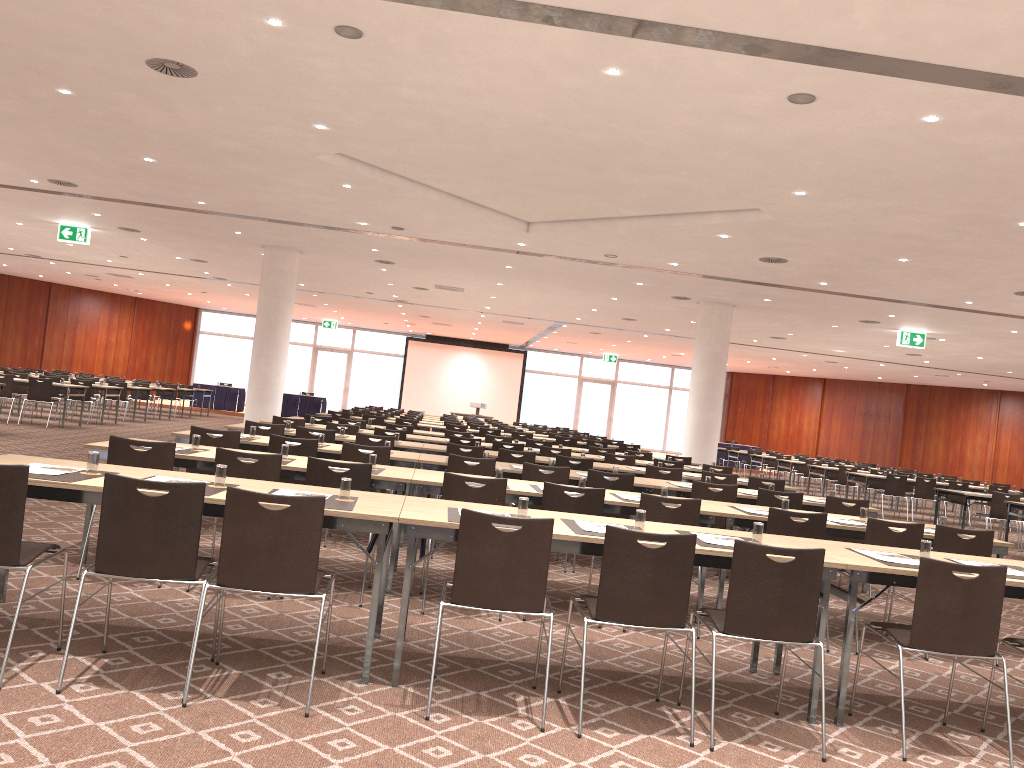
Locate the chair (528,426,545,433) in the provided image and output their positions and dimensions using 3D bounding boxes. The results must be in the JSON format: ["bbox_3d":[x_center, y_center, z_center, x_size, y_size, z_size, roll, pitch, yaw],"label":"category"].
[{"bbox_3d":[0.598,1.618,23.807,0.536,0.939,0.614,7,-1,-5],"label":"chair"}]

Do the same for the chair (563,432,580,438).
[{"bbox_3d":[1.395,1.663,21.865,0.535,0.939,0.614,7,-1,-3],"label":"chair"}]

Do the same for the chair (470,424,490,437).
[{"bbox_3d":[-0.771,1.362,19.719,0.536,0.939,0.614,7,-1,-6],"label":"chair"}]

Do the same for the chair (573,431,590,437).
[{"bbox_3d":[1.802,1.759,23.905,0.535,0.939,0.614,7,-1,-3],"label":"chair"}]

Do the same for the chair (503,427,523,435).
[{"bbox_3d":[-0.036,1.449,19.820,0.536,0.939,0.614,7,-1,-7],"label":"chair"}]

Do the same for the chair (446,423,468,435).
[{"bbox_3d":[-1.147,1.269,17.682,0.536,0.939,0.614,7,-1,-4],"label":"chair"}]

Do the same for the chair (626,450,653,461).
[{"bbox_3d":[1.987,1.551,14.424,0.536,0.939,0.614,7,-1,-5],"label":"chair"}]

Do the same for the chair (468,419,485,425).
[{"bbox_3d":[-1.016,1.430,23.712,0.536,0.939,0.614,7,-1,-6],"label":"chair"}]

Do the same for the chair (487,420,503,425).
[{"bbox_3d":[-0.544,1.533,25.722,0.535,0.939,0.614,7,-1,-2],"label":"chair"}]

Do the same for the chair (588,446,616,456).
[{"bbox_3d":[1.379,1.479,14.340,0.536,0.939,0.614,7,-1,-5],"label":"chair"}]

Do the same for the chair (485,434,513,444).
[{"bbox_3d":[-0.272,1.287,14.241,0.536,0.939,0.614,7,-1,-5],"label":"chair"}]

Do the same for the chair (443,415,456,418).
[{"bbox_3d":[-1.834,1.384,25.694,0.535,0.939,0.614,7,-1,-2],"label":"chair"}]

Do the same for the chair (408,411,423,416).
[{"bbox_3d":[-2.830,1.267,25.572,0.535,0.939,0.614,7,-1,-2],"label":"chair"}]

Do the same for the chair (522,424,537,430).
[{"bbox_3d":[0.451,1.652,25.879,0.535,0.939,0.614,7,-1,-3],"label":"chair"}]

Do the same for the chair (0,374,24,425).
[{"bbox_3d":[-9.702,0.267,16.909,0.536,0.939,0.614,7,-1,-6],"label":"chair"}]

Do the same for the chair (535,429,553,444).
[{"bbox_3d":[0.731,1.587,21.889,0.535,0.939,0.614,7,-1,-4],"label":"chair"}]

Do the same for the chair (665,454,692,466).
[{"bbox_3d":[2.617,1.624,14.440,0.536,0.939,0.614,7,-1,-7],"label":"chair"}]

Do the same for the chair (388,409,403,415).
[{"bbox_3d":[-3.402,1.199,25.491,0.536,0.939,0.614,7,-1,-6],"label":"chair"}]

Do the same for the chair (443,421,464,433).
[{"bbox_3d":[-1.339,1.295,19.638,0.536,0.939,0.614,7,-1,-5],"label":"chair"}]

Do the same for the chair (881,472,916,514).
[{"bbox_3d":[8.983,2.502,20.507,0.536,0.939,0.614,7,-1,-6],"label":"chair"}]

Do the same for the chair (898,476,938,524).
[{"bbox_3d":[8.495,2.397,18.461,0.535,0.939,0.614,7,-1,-3],"label":"chair"}]

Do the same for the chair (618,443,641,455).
[{"bbox_3d":[2.315,1.675,18.004,0.535,0.939,0.614,7,-1,-2],"label":"chair"}]

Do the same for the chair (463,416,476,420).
[{"bbox_3d":[-1.364,1.486,27.662,0.536,0.939,0.614,7,-1,-5],"label":"chair"}]

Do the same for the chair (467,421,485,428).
[{"bbox_3d":[-0.944,1.391,21.753,0.536,0.939,0.614,7,-1,-4],"label":"chair"}]

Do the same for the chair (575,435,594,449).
[{"bbox_3d":[1.557,1.634,19.907,0.536,0.939,0.614,7,-1,-5],"label":"chair"}]

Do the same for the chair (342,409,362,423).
[{"bbox_3d":[-3.546,1.038,19.494,0.536,0.939,0.614,7,-1,-4],"label":"chair"}]

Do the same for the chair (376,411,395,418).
[{"bbox_3d":[-3.105,1.138,21.536,0.535,0.939,0.614,7,-1,-2],"label":"chair"}]

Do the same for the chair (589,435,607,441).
[{"bbox_3d":[2.053,1.741,21.953,0.536,0.939,0.614,7,-1,-5],"label":"chair"}]

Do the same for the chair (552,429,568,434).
[{"bbox_3d":[1.201,1.690,23.891,0.536,0.939,0.614,7,-1,-7],"label":"chair"}]

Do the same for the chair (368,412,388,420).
[{"bbox_3d":[-2.982,1.103,19.505,0.535,0.939,0.614,7,-1,-2],"label":"chair"}]

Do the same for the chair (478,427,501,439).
[{"bbox_3d":[-0.497,1.346,17.776,0.536,0.939,0.614,7,-1,-5],"label":"chair"}]

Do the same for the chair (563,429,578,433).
[{"bbox_3d":[1.632,1.789,25.932,0.536,0.939,0.614,7,-1,-5],"label":"chair"}]

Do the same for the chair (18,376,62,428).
[{"bbox_3d":[-9.036,0.347,17.044,0.536,0.939,0.614,7,-1,-6],"label":"chair"}]

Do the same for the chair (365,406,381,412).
[{"bbox_3d":[-4.049,1.125,25.515,0.536,0.939,0.614,7,-1,-7],"label":"chair"}]

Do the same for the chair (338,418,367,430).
[{"bbox_3d":[-2.562,1.018,14.021,0.536,0.939,0.614,7,-1,-6],"label":"chair"}]

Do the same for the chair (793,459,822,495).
[{"bbox_3d":[7.526,2.382,22.455,0.536,0.939,0.614,7,-1,-5],"label":"chair"}]

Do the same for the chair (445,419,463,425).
[{"bbox_3d":[-1.462,1.330,21.669,0.535,0.939,0.614,7,-1,-3],"label":"chair"}]

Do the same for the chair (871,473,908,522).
[{"bbox_3d":[7.831,2.317,18.326,0.535,0.939,0.614,7,-1,-3],"label":"chair"}]

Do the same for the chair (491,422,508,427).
[{"bbox_3d":[-0.393,1.504,23.804,0.536,0.939,0.614,7,-1,-7],"label":"chair"}]

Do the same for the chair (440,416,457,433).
[{"bbox_3d":[-1.741,1.345,23.618,0.535,0.939,0.614,7,-1,-3],"label":"chair"}]

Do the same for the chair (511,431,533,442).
[{"bbox_3d":[0.148,1.420,17.751,0.535,0.939,0.614,7,-1,-3],"label":"chair"}]

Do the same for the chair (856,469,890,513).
[{"bbox_3d":[8.327,2.424,20.372,0.535,0.939,0.614,7,-1,-3],"label":"chair"}]

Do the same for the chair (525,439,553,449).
[{"bbox_3d":[0.365,1.362,14.335,0.536,0.939,0.614,7,-1,-7],"label":"chair"}]

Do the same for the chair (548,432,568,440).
[{"bbox_3d":[0.958,1.563,19.823,0.536,0.939,0.614,7,-1,-6],"label":"chair"}]

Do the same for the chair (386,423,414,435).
[{"bbox_3d":[-1.825,1.106,14.158,0.535,0.939,0.614,7,-1,-3],"label":"chair"}]

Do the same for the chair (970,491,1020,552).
[{"bbox_3d":[8.102,2.264,14.844,0.536,0.939,0.614,7,-1,-4],"label":"chair"}]

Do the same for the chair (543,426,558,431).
[{"bbox_3d":[1.050,1.720,25.850,0.536,0.939,0.614,7,-1,-4],"label":"chair"}]

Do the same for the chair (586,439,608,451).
[{"bbox_3d":[1.638,1.594,17.872,0.536,0.939,0.614,7,-1,-6],"label":"chair"}]

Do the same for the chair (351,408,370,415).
[{"bbox_3d":[-3.721,1.067,21.529,0.536,0.939,0.614,7,-1,-7],"label":"chair"}]

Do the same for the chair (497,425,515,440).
[{"bbox_3d":[-0.198,1.477,21.736,0.536,0.939,0.614,7,-1,-6],"label":"chair"}]

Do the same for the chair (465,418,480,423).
[{"bbox_3d":[-1.190,1.459,25.704,0.535,0.939,0.614,7,-1,-2],"label":"chair"}]

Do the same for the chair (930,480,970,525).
[{"bbox_3d":[9.150,2.471,18.433,0.536,0.939,0.614,7,-1,-5],"label":"chair"}]

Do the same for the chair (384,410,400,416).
[{"bbox_3d":[-3.230,1.173,23.575,0.536,0.939,0.614,7,-1,-5],"label":"chair"}]

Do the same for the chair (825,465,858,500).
[{"bbox_3d":[7.644,2.347,20.458,0.535,0.939,0.614,7,-1,-3],"label":"chair"}]

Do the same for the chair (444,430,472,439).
[{"bbox_3d":[-0.899,1.213,14.155,0.535,0.939,0.614,7,-1,-2],"label":"chair"}]

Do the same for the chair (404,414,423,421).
[{"bbox_3d":[-2.447,1.214,21.555,0.536,0.939,0.614,7,-1,-7],"label":"chair"}]

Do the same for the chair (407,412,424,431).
[{"bbox_3d":[-2.611,1.244,23.583,0.535,0.939,0.614,7,-1,-2],"label":"chair"}]

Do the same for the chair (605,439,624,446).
[{"bbox_3d":[2.221,1.711,19.926,0.535,0.939,0.614,7,-1,-3],"label":"chair"}]

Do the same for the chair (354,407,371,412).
[{"bbox_3d":[-3.985,1.082,23.437,0.535,0.939,0.614,7,-1,-3],"label":"chair"}]

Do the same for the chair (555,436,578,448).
[{"bbox_3d":[1.027,1.524,17.857,0.536,0.939,0.614,7,-1,-6],"label":"chair"}]
